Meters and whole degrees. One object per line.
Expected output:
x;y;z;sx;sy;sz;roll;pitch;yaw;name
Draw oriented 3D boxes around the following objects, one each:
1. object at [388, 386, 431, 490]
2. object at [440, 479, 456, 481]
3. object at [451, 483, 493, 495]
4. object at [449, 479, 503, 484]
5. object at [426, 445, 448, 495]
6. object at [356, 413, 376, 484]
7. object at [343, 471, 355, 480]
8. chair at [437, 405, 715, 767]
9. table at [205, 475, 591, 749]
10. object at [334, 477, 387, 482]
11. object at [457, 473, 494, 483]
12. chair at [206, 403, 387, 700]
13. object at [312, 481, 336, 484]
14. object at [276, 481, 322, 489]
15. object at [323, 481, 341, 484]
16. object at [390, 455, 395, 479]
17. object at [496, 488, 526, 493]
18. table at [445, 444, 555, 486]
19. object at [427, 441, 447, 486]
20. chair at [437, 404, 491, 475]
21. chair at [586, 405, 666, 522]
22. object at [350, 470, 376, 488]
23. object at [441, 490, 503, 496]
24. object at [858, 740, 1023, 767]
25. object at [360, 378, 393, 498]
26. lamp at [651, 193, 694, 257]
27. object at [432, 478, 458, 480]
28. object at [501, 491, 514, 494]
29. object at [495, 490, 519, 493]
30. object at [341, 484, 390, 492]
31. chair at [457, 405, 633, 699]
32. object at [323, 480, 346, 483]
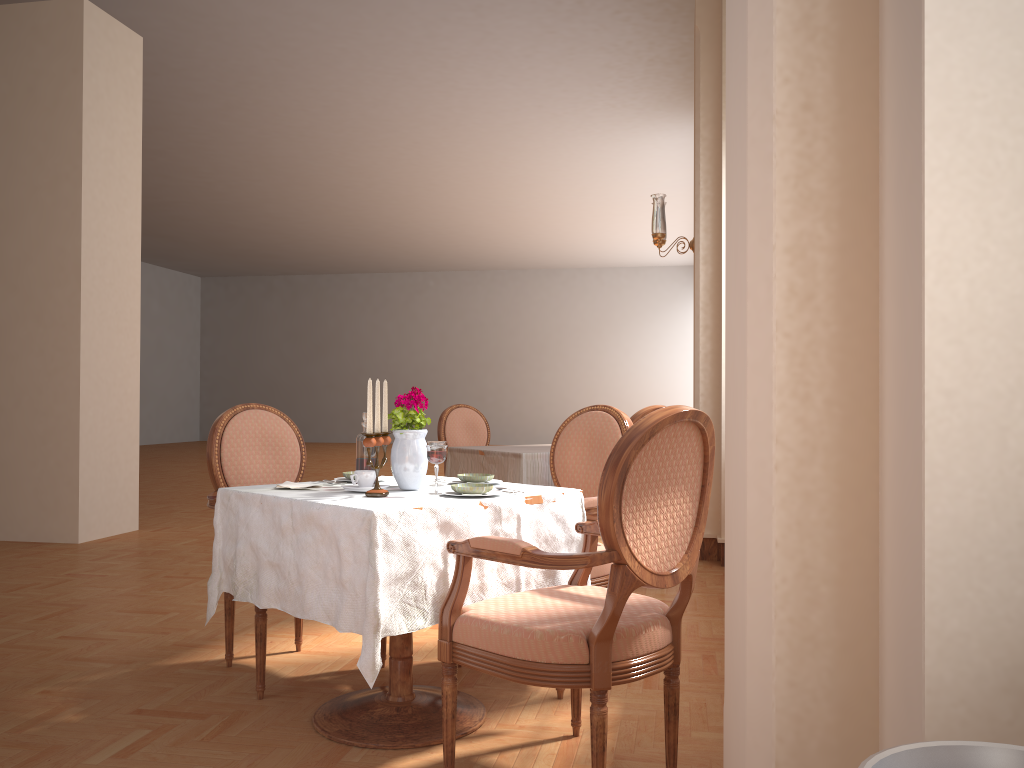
-0.304;0.156;2.594;0.124;0.302;0.143;0;-1;9;object
-0.195;0.314;2.897;0.125;0.002;0.016;1;-2;-42;object
-0.110;0.292;2.449;0.117;0.024;0.117;1;-2;-38;object
-0.115;0.310;2.810;0.171;0.005;0.171;-1;-2;41;object
-0.209;0.237;2.451;0.062;0.135;0.062;0;-1;42;object
-0.434;0.197;2.645;0.074;0.222;0.074;0;-1;-10;object
-0.491;0.300;2.883;0.117;0.024;0.117;0;-1;21;object
0.187;0.516;2.161;0.593;0.931;0.521;-1;-1;44;chair
-0.336;0.649;2.644;0.829;0.680;0.837;-1;-1;44;table
-0.492;0.310;2.883;0.171;0.005;0.171;1;-2;-42;object
-0.115;0.300;2.810;0.117;0.024;0.117;0;-1;-10;object
-0.794;0.533;3.132;0.593;0.931;0.521;-1;-1;44;chair
-0.592;0.307;2.779;0.125;0.006;0.027;-1;-2;44;object
-0.658;0.300;2.628;0.095;0.012;0.234;1;-2;-41;object
-0.575;0.310;2.799;0.125;0.002;0.016;-1;-2;45;object
-0.326;0.241;2.716;0.093;0.138;0.093;0;-1;39;object
-0.005;0.305;2.547;0.027;0.006;0.125;1;-2;-43;object
0.157;0.709;5.117;0.831;0.677;0.829;1;-1;-34;table
-0.230;0.243;2.712;0.062;0.135;0.062;0;-1;42;object
-0.202;0.594;5.689;0.521;0.931;0.593;1;-1;-35;chair
0.569;0.572;4.544;0.521;0.931;0.593;1;-1;-35;chair
-0.427;0.274;2.542;0.078;0.049;0.062;1;-1;-17;object
-0.110;0.302;2.449;0.171;0.005;0.171;1;-1;-29;object
0.352;0.613;0.591;0.299;0.664;0.299;0;-1;6;object
-0.366;0.144;2.416;0.059;0.325;0.177;0;-1;9;object
1.027;-1.009;5.676;0.274;0.362;0.320;0;-1;11;lamp
-0.213;0.312;2.915;0.125;0.006;0.027;1;-2;-43;object
-0.040;0.305;2.517;0.013;0.004;0.127;1;-2;-42;object
-0.022;0.306;2.529;0.016;0.002;0.125;1;-2;-42;object
-0.420;0.298;2.544;0.119;0.016;0.119;-1;-2;31;object
0.151;0.538;3.150;0.521;0.931;0.593;0;-1;44;chair
-0.558;0.309;2.812;0.013;0.004;0.127;1;-2;-45;object
